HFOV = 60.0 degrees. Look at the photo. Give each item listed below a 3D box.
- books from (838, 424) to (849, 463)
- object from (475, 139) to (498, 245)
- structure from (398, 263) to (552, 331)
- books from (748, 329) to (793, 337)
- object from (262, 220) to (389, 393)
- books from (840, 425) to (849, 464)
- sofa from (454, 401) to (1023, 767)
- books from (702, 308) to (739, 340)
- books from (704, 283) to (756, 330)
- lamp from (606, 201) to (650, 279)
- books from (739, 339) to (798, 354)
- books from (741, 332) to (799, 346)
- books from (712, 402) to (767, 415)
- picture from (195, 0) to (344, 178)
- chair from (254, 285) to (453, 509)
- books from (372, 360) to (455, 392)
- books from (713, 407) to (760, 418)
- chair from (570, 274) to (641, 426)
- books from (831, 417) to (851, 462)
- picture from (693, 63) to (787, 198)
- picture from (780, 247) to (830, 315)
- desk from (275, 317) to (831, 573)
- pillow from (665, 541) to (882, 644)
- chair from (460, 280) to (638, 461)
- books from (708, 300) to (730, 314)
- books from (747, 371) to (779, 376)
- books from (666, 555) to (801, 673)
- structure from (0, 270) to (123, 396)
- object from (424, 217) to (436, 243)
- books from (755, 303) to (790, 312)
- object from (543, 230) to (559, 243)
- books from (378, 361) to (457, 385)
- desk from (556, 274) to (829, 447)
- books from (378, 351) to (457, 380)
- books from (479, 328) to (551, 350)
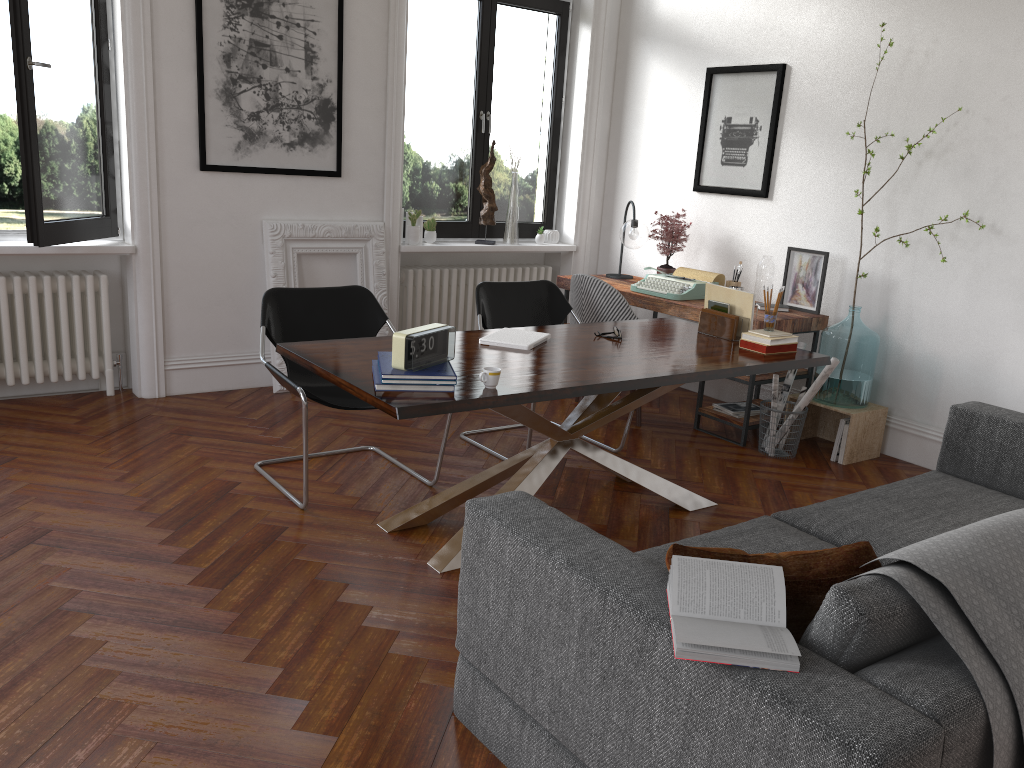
[{"bbox_3d":[1.904,0.330,4.981,0.170,0.233,0.012,-7,19,-35],"label":"books"},{"bbox_3d":[-0.175,-1.397,6.458,0.165,0.758,0.142,5,15,6],"label":"object"},{"bbox_3d":[-0.291,-0.518,6.819,1.451,0.782,0.224,-6,18,-35],"label":"structure"},{"bbox_3d":[1.191,-0.236,4.089,0.159,0.008,0.128,-6,17,-34],"label":"books"},{"bbox_3d":[-1.173,-0.507,5.745,0.829,1.068,0.232,-7,19,-35],"label":"object"},{"bbox_3d":[1.912,0.333,4.970,0.170,0.233,0.012,-7,19,-35],"label":"books"},{"bbox_3d":[1.275,0.596,2.703,2.641,0.833,1.256,-6,18,-35],"label":"sofa"},{"bbox_3d":[1.004,-0.291,4.312,0.028,0.125,0.220,-7,18,-35],"label":"books"},{"bbox_3d":[1.066,-0.359,4.365,0.043,0.240,0.308,-7,18,-35],"label":"books"},{"bbox_3d":[0.817,-1.007,6.233,0.207,0.553,0.439,0,15,-13],"label":"lamp"},{"bbox_3d":[1.181,-0.179,4.079,0.215,0.040,0.158,-6,17,-33],"label":"books"},{"bbox_3d":[1.187,-0.213,4.079,0.207,0.029,0.163,-7,18,-37],"label":"books"},{"bbox_3d":[1.381,0.145,5.366,0.267,0.014,0.195,-3,16,-24],"label":"books"},{"bbox_3d":[-1.410,-1.919,5.231,0.881,1.331,0.035,-7,19,-35],"label":"picture"},{"bbox_3d":[-0.762,0.035,4.103,0.751,0.877,0.742,-7,18,-35],"label":"chair"},{"bbox_3d":[-0.353,-0.030,3.117,0.264,0.027,0.345,1,14,-11],"label":"books"},{"bbox_3d":[1.380,0.160,5.370,0.267,0.014,0.195,-7,18,-36],"label":"books"},{"bbox_3d":[0.612,-0.234,5.505,0.546,0.904,0.714,-10,20,-42],"label":"chair"},{"bbox_3d":[1.893,0.310,5.006,0.187,0.259,0.054,-7,18,-34],"label":"books"},{"bbox_3d":[1.486,-1.665,5.841,0.050,0.820,0.631,-7,18,-35],"label":"picture"},{"bbox_3d":[1.757,-0.625,5.342,0.023,0.371,0.281,-7,18,-35],"label":"picture"},{"bbox_3d":[0.230,0.219,3.879,2.223,0.755,1.025,-6,18,-35],"label":"desk"},{"bbox_3d":[0.565,0.506,2.061,0.470,0.399,0.328,4,15,1],"label":"pillow"},{"bbox_3d":[0.194,-0.071,4.777,0.751,0.877,0.742,-7,18,-35],"label":"chair"},{"bbox_3d":[1.018,-0.326,4.365,0.040,0.158,0.128,-7,18,-35],"label":"books"},{"bbox_3d":[1.405,-0.103,5.255,0.308,0.038,0.224,-7,18,-36],"label":"books"},{"bbox_3d":[0.430,0.437,1.744,0.224,0.096,0.277,5,14,5],"label":"books"},{"bbox_3d":[-2.951,-0.224,4.942,1.451,0.782,0.224,-6,18,-35],"label":"structure"},{"bbox_3d":[-0.579,-1.102,6.332,0.097,0.186,0.098,0,15,-13],"label":"object"},{"bbox_3d":[1.559,-0.467,5.365,0.213,0.031,0.128,4,14,1],"label":"books"},{"bbox_3d":[0.307,-1.162,6.989,0.132,0.098,0.134,10,16,23],"label":"object"},{"bbox_3d":[-0.338,-0.049,3.106,0.250,0.017,0.342,1,14,-11],"label":"books"},{"bbox_3d":[1.077,-0.220,5.878,0.646,0.762,1.790,-7,18,-35],"label":"desk"},{"bbox_3d":[-0.337,-0.065,3.102,0.250,0.017,0.342,1,14,-11],"label":"books"},{"bbox_3d":[0.018,-0.198,3.897,0.230,0.026,0.324,9,15,18],"label":"books"}]
